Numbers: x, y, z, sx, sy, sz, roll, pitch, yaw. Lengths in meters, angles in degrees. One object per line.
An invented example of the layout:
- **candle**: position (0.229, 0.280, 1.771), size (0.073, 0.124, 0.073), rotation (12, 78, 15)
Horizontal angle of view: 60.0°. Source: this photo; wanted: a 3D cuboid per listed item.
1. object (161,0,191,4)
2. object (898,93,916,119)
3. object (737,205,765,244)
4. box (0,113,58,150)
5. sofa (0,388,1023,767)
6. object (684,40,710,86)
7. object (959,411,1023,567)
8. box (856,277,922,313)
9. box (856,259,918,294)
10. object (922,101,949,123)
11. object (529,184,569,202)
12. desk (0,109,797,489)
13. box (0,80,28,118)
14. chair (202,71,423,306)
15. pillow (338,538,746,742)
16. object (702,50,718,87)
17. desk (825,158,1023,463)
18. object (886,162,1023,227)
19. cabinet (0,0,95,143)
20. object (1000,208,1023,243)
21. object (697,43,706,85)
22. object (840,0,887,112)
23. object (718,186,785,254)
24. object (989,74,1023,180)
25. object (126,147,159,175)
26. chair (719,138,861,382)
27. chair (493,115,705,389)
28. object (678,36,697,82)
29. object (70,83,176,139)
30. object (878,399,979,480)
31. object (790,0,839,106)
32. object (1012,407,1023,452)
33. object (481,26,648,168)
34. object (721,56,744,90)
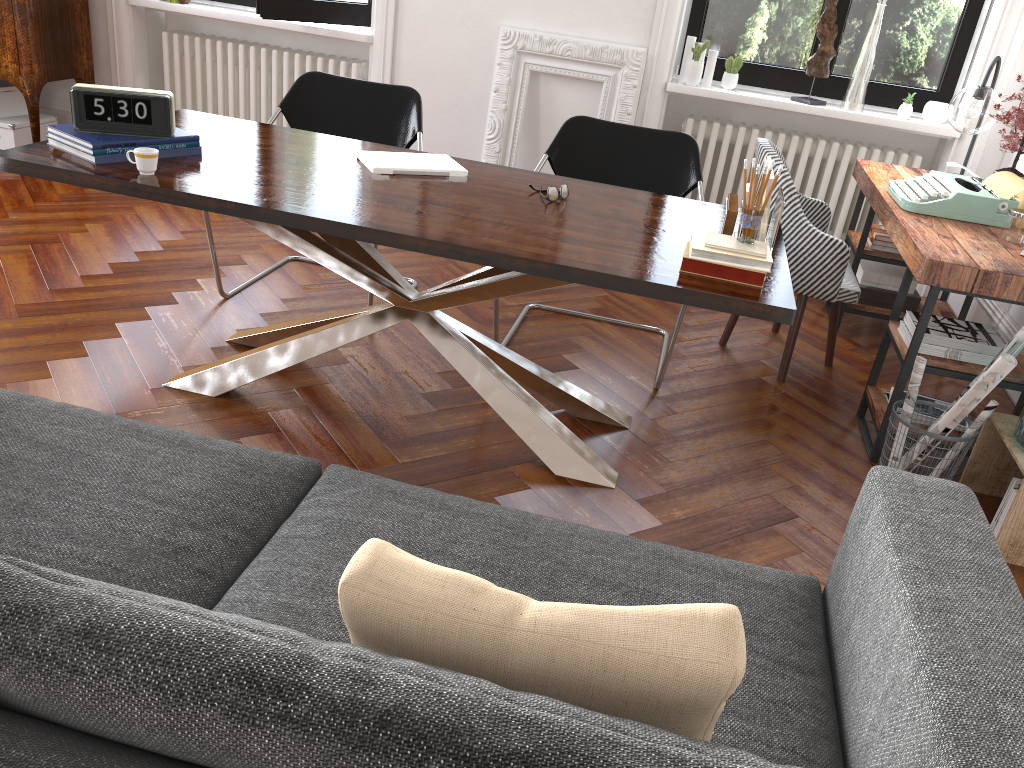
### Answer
- **object**: position (-1.900, -2.581, 5.271), size (0.541, 0.604, 0.314), rotation (-1, 28, -18)
- **object**: position (2.103, -1.484, 4.719), size (0.071, 0.135, 0.071), rotation (25, 31, 31)
- **object**: position (0.625, -0.419, 2.332), size (0.058, 0.092, 0.058), rotation (6, 26, -3)
- **box**: position (-3.025, -1.549, 5.449), size (0.244, 0.178, 0.391), rotation (12, 26, 8)
- **sofa**: position (-0.553, 0.406, 1.475), size (2.643, 0.836, 1.252), rotation (12, 26, 8)
- **object**: position (1.001, -1.751, 4.821), size (0.102, 0.246, 0.097), rotation (2, 27, -12)
- **object**: position (1.663, 0.350, 2.766), size (0.341, 0.319, 0.431), rotation (12, 26, 8)
- **box**: position (1.816, -0.460, 4.373), size (0.317, 0.083, 0.294), rotation (12, 26, 8)
- **box**: position (1.826, -0.530, 4.342), size (0.256, 0.067, 0.236), rotation (12, 26, 9)
- **object**: position (2.286, -1.465, 4.776), size (0.134, 0.098, 0.131), rotation (-1, 28, -18)
- **object**: position (0.132, -0.622, 2.840), size (0.114, 0.048, 0.131), rotation (-5, 29, -25)
- **desk**: position (-0.322, -0.273, 2.916), size (2.224, 0.758, 1.021), rotation (12, 26, 8)
- **box**: position (-3.130, -1.733, 5.388), size (0.209, 0.178, 0.391), rotation (17, 27, 17)
- **chair**: position (-0.775, -0.779, 3.685), size (0.752, 0.880, 0.739), rotation (12, 27, 8)
- **pillow**: position (0.031, 0.397, 1.143), size (0.486, 0.464, 0.223), rotation (12, 27, 8)
- **object**: position (1.089, -1.735, 4.877), size (0.051, 0.190, 0.051), rotation (-17, 36, -40)
- **desk**: position (1.761, -0.346, 3.689), size (0.647, 0.764, 1.784), rotation (12, 26, 8)
- **object**: position (1.775, -0.781, 3.522), size (0.484, 0.150, 0.530), rotation (12, 26, 7)
- **cabinet**: position (-3.222, -2.066, 5.235), size (1.265, 1.228, 0.635), rotation (12, 27, 8)
- **object**: position (1.798, -0.562, 3.147), size (0.093, 0.102, 0.092), rotation (8, 26, 1)
- **object**: position (1.032, -1.769, 4.902), size (0.051, 0.215, 0.051), rotation (-17, 36, -40)
- **object**: position (1.940, -1.930, 4.530), size (0.295, 1.063, 0.287), rotation (14, 27, 11)
- **object**: position (0.692, -0.485, 2.580), size (0.149, 0.168, 0.226), rotation (12, 26, 8)
- **object**: position (2.129, -1.027, 3.696), size (0.308, 0.533, 0.288), rotation (-10, 31, -31)
- **object**: position (-1.029, -0.625, 2.486), size (0.082, 0.065, 0.064), rotation (22, 30, 27)
- **chair**: position (1.195, -0.527, 3.726), size (0.547, 0.907, 0.710), rotation (9, 26, 2)
- **chair**: position (0.363, -0.535, 3.516), size (0.752, 0.880, 0.739), rotation (12, 27, 8)
- **object**: position (0.974, -1.802, 4.923), size (0.051, 0.240, 0.051), rotation (-17, 36, -40)
- **object**: position (-1.143, -0.802, 2.611), size (0.275, 0.127, 0.081), rotation (0, 27, -15)
- **object**: position (1.335, 0.244, 2.906), size (0.260, 0.307, 0.258), rotation (-4, 29, -23)
- **object**: position (1.658, -1.863, 4.660), size (0.142, 0.760, 0.164), rotation (-12, 33, -34)
- **object**: position (1.844, -0.624, 2.072), size (0.354, 2.076, 0.800), rotation (4, 27, -9)
- **object**: position (0.249, -1.386, 5.006), size (0.829, 1.071, 0.232), rotation (12, 27, 8)
- **object**: position (1.220, -1.728, 4.902), size (0.097, 0.187, 0.098), rotation (24, 30, 28)
